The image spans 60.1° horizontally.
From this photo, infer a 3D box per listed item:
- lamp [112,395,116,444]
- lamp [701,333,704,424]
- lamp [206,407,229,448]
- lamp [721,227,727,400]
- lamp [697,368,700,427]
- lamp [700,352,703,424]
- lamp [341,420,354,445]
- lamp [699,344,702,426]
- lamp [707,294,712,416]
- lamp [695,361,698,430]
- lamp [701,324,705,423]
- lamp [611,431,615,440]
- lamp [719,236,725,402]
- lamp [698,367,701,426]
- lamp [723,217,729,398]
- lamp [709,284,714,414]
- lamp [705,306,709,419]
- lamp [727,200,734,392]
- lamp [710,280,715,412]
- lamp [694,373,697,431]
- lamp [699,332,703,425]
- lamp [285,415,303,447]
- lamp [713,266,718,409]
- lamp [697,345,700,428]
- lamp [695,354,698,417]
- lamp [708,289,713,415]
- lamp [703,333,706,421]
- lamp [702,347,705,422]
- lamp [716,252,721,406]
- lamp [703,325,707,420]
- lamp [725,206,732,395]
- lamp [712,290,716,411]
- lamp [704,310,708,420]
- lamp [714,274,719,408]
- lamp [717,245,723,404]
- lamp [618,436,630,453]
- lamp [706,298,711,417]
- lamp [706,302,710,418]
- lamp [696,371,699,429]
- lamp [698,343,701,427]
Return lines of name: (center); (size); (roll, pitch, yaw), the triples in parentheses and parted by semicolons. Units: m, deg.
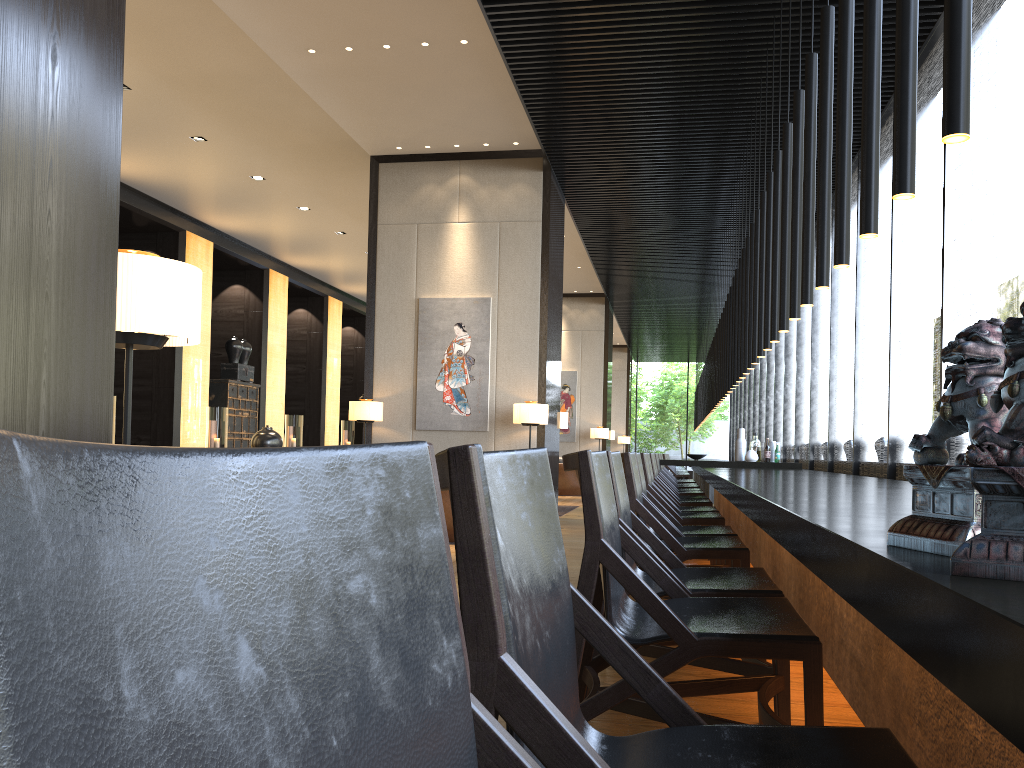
lamp: (-5.293, 0.509, 11.409); (0.337, 0.728, 0.337); (2, -2, -17)
lamp: (4.630, -0.247, 21.474); (0.060, 2.418, 0.060); (2, -1, -25)
lamp: (-4.763, 0.739, 14.297); (0.336, 0.728, 0.337); (1, -2, 16)
lamp: (2.909, -0.991, 12.096); (0.060, 2.418, 0.060); (1, -1, 5)
lamp: (5.185, -0.007, 24.500); (0.060, 2.418, 0.060); (2, -1, -25)
lamp: (4.721, -0.207, 21.973); (0.060, 2.418, 0.060); (2, -1, -25)
lamp: (-3.703, 1.197, 20.073); (0.336, 0.728, 0.337); (1, -2, 12)
lamp: (4.909, -0.126, 22.995); (0.060, 2.418, 0.060); (2, -1, -25)
lamp: (3.832, -0.592, 17.131); (0.060, 2.418, 0.060); (2, -1, -25)
lamp: (5.640, 0.190, 26.981); (0.060, 2.418, 0.060); (1, -1, 15)
lamp: (4.537, -0.287, 20.970); (0.060, 2.418, 0.060); (2, -1, -25)
lamp: (2.127, 1.702, 20.089); (0.375, 1.349, 0.375); (1, -1, 29)
lamp: (3.000, -0.952, 12.596); (0.060, 2.418, 0.060); (1, -1, 5)
lamp: (5.001, -0.086, 23.500); (0.060, 2.418, 0.060); (2, -1, -25)
lamp: (2.816, -1.031, 11.592); (0.060, 2.418, 0.060); (1, -1, 5)
lamp: (3.649, -0.671, 16.133); (0.060, 2.418, 0.060); (2, -1, -25)
lamp: (4.080, -0.485, 18.477); (0.060, 2.418, 0.060); (2, -1, -25)
lamp: (2.630, -1.112, 10.579); (0.060, 2.418, 0.060); (1, -1, 5)
lamp: (3.557, -0.711, 15.628); (0.060, 2.418, 0.060); (1, -1, 5)
lamp: (5.825, 0.270, 27.985); (0.060, 2.418, 0.060); (1, -1, 15)
lamp: (4.816, -0.166, 22.490); (0.060, 2.418, 0.060); (2, -1, -25)
lamp: (-4.233, 0.968, 17.185); (0.336, 0.728, 0.337); (1, -2, 12)
lamp: (3.372, -0.791, 14.622); (0.060, 2.418, 0.060); (1, -1, 5)
lamp: (5.278, 0.033, 25.006); (0.060, 2.418, 0.060); (2, -1, -25)
lamp: (5.733, 0.230, 27.486); (0.060, 2.418, 0.060); (1, -1, 15)
lamp: (3.741, -0.631, 16.632); (0.060, 2.418, 0.060); (2, -1, -25)
lamp: (4.351, -0.367, 19.957); (0.060, 2.418, 0.060); (2, -1, -25)
lamp: (4.444, -0.327, 20.464); (0.060, 2.418, 0.060); (2, -1, -25)
lamp: (3.188, -0.871, 13.618); (0.060, 2.418, 0.060); (1, -1, 5)
lamp: (4.248, -0.412, 19.393); (0.060, 2.418, 0.060); (2, -1, -25)
lamp: (2.723, -1.072, 11.087); (0.060, 2.418, 0.060); (1, -1, 5)
lamp: (3.464, -0.751, 15.123); (0.060, 2.418, 0.060); (1, -1, 5)
lamp: (4.174, -0.444, 18.990); (0.060, 2.418, 0.060); (2, -1, -25)
lamp: (3.280, -0.831, 14.122); (0.060, 2.418, 0.060); (1, -1, 5)
lamp: (3.095, -0.911, 13.112); (0.060, 2.418, 0.060); (1, -1, 5)
lamp: (3.424, 2.262, 27.154); (0.375, 1.349, 0.375); (0, -1, 40)
lamp: (3.913, -0.557, 17.570); (0.060, 2.418, 0.060); (2, -1, -25)
lamp: (3.996, -0.521, 18.019); (0.060, 2.418, 0.060); (2, -1, -25)
lamp: (5.370, 0.074, 25.510); (0.060, 2.418, 0.060); (2, -1, -25)
lamp: (5.093, -0.046, 23.999); (0.060, 2.418, 0.060); (2, -1, -25)
